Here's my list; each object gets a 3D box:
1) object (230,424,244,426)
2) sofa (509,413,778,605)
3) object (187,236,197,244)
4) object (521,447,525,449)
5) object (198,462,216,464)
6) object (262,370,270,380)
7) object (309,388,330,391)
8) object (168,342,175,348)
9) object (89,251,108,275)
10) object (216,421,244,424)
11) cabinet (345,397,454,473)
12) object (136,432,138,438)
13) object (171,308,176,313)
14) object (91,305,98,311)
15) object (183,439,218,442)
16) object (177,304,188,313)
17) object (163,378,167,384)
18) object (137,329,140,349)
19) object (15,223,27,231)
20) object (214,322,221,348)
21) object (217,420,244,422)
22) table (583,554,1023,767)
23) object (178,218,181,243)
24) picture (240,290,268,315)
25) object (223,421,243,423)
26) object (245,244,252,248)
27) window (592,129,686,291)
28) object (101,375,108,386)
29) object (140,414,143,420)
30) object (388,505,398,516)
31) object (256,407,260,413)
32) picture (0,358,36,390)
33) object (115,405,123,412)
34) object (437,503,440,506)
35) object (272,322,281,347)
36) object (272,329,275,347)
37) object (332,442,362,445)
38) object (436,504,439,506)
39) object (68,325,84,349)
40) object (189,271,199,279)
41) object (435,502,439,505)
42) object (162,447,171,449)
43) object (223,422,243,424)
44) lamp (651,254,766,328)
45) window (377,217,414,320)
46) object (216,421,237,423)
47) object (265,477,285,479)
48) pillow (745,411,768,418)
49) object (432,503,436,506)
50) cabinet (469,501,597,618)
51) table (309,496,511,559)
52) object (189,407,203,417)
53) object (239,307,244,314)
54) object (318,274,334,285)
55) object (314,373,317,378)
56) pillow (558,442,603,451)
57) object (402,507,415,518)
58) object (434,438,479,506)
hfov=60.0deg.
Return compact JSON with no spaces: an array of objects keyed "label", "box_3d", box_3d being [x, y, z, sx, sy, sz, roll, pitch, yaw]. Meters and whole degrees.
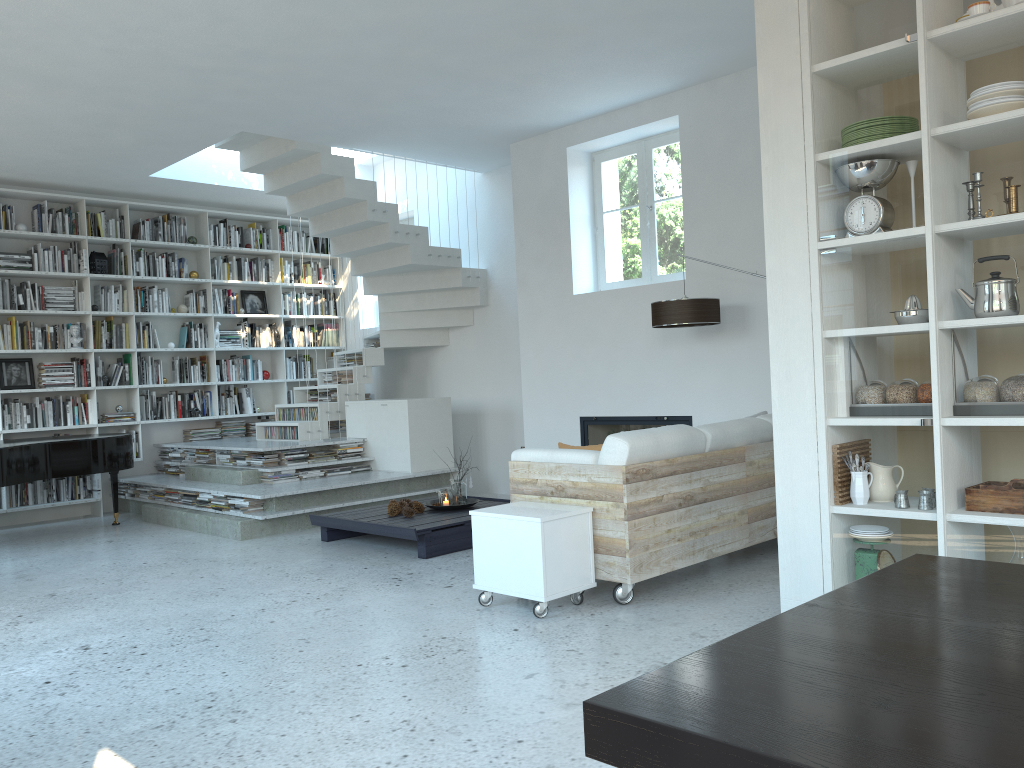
[{"label":"object","box_3d":[-3.142,0.461,9.874,0.254,0.006,0.161,-3,0,-45]},{"label":"sofa","box_3d":[1.029,0.637,5.346,2.194,0.854,0.871,-3,1,-45]},{"label":"object","box_3d":[-3.430,-1.533,9.509,0.104,0.105,0.104,-3,1,4]},{"label":"object","box_3d":[0.271,0.606,7.929,0.442,0.094,0.096,-3,1,42]},{"label":"object","box_3d":[-2.950,0.767,8.718,0.266,0.010,0.145,-3,0,41]},{"label":"object","box_3d":[-2.830,-0.098,10.147,0.115,0.116,0.115,-3,1,23]},{"label":"object","box_3d":[-2.067,0.061,9.533,0.161,0.025,0.174,-3,0,-41]},{"label":"object","box_3d":[-3.600,-0.405,9.365,0.071,0.072,0.071,-3,1,4]},{"label":"object","box_3d":[-4.125,-1.200,8.840,0.135,0.248,0.135,-2,1,35]},{"label":"object","box_3d":[-3.141,0.428,9.875,0.254,0.006,0.161,-3,0,-45]},{"label":"cabinet","box_3d":[-1.107,0.482,8.566,0.551,0.668,0.993,-4,1,-45]},{"label":"object","box_3d":[-3.839,0.623,9.055,0.011,0.260,0.142,-4,1,-45]},{"label":"object","box_3d":[-3.599,-0.771,9.408,0.068,0.068,0.068,-3,1,23]},{"label":"object","box_3d":[-4.133,-0.749,8.778,0.071,0.072,0.071,-3,1,4]},{"label":"object","box_3d":[-3.364,0.610,9.632,0.193,0.007,0.345,-3,0,40]},{"label":"object","box_3d":[-3.535,-0.796,9.505,0.111,0.113,0.111,-3,1,23]},{"label":"object","box_3d":[-3.668,-0.032,9.335,0.071,0.072,0.071,-3,1,4]},{"label":"object","box_3d":[-3.886,-0.457,9.157,0.013,0.208,0.140,-4,1,-45]},{"label":"object","box_3d":[-4.642,-1.468,8.382,0.104,0.106,0.105,-3,1,23]},{"label":"object","box_3d":[-3.198,-0.530,9.607,0.087,0.288,0.075,-3,1,-10]},{"label":"object","box_3d":[-3.134,0.412,9.867,0.285,0.005,0.159,-3,0,-40]},{"label":"table","box_3d":[1.265,0.715,0.730,1.086,0.736,2.199,-3,1,-45]},{"label":"object","box_3d":[-3.584,-1.622,9.497,0.006,0.298,0.129,-4,1,-45]},{"label":"picture","box_3d":[-2.952,-0.923,10.169,0.300,0.300,0.077,-3,1,-45]},{"label":"object","box_3d":[-3.142,0.423,9.876,0.285,0.005,0.159,-3,0,-45]},{"label":"object","box_3d":[-2.963,-1.541,9.969,0.071,0.072,0.071,-3,1,4]},{"label":"window","box_3d":[1.095,-1.389,7.232,0.072,1.226,1.117,-4,1,-45]},{"label":"object","box_3d":[-4.028,-0.032,8.776,0.079,0.113,0.054,-2,1,44]},{"label":"object","box_3d":[-3.845,0.344,9.141,0.071,0.072,0.071,-3,1,4]},{"label":"object","box_3d":[-0.866,0.926,6.434,0.082,0.085,0.082,-3,1,-30]},{"label":"object","box_3d":[-2.902,0.293,10.097,0.071,0.072,0.071,-3,1,4]},{"label":"picture","box_3d":[-4.702,-0.095,8.413,0.300,0.300,0.077,-3,1,-45]},{"label":"object","box_3d":[-3.954,0.249,8.925,0.071,0.072,0.071,-3,1,4]},{"label":"object","box_3d":[-0.545,0.910,6.650,0.038,0.043,0.039,-3,1,16]},{"label":"object","box_3d":[-2.692,-0.558,10.135,0.087,0.288,0.075,-3,1,-10]},{"label":"object","box_3d":[-2.786,-0.518,10.234,0.022,0.212,0.179,-4,1,-45]},{"label":"object","box_3d":[-1.600,0.557,8.482,0.284,0.030,0.177,-3,0,-45]},{"label":"object","box_3d":[-0.554,0.915,6.619,0.035,0.035,0.030,-3,1,-22]},{"label":"object","box_3d":[-4.240,-0.454,8.614,0.138,0.244,0.137,-3,1,11]},{"label":"object","box_3d":[-3.416,-1.164,9.520,0.100,0.102,0.100,-3,1,23]},{"label":"object","box_3d":[-0.571,0.915,6.736,0.031,0.035,0.031,-3,1,-44]},{"label":"object","box_3d":[-3.569,0.665,9.351,0.131,0.025,0.290,-3,0,-43]},{"label":"object","box_3d":[-3.141,0.434,9.875,0.254,0.006,0.161,-3,0,-45]},{"label":"lamp","box_3d":[1.702,0.052,5.900,1.559,1.966,0.470,-2,1,31]},{"label":"window","box_3d":[-1.251,-1.289,10.294,0.042,1.226,1.117,-4,1,-45]},{"label":"object","box_3d":[-3.140,0.418,9.874,0.254,0.006,0.161,-3,0,-44]},{"label":"object","box_3d":[-2.069,0.827,7.860,0.204,0.004,0.140,-3,0,-42]},{"label":"pillow","box_3d":[1.436,0.387,5.604,0.239,0.407,0.594,-2,1,41]},{"label":"object","box_3d":[-0.587,0.916,6.694,0.030,0.035,0.035,-2,1,43]},{"label":"cabinet","box_3d":[0.103,0.870,4.451,0.380,0.487,0.502,-4,1,-45]},{"label":"table","box_3d":[-0.617,1.036,6.609,1.269,0.218,1.258,-3,0,-45]},{"label":"object","box_3d":[-3.354,0.299,9.420,0.064,0.114,0.160,-2,1,33]},{"label":"object","box_3d":[-3.049,-0.813,9.948,0.091,0.092,0.091,-3,1,4]},{"label":"object","box_3d":[-2.234,-1.246,10.628,0.203,0.137,0.095,-3,1,-29]},{"label":"object","box_3d":[-2.369,-0.101,10.610,0.071,0.072,0.071,-3,1,4]},{"label":"pillow","box_3d":[0.426,0.473,4.768,0.463,0.339,0.200,-2,1,39]},{"label":"object","box_3d":[-0.737,0.918,6.339,0.081,0.083,0.098,-3,1,-40]},{"label":"object","box_3d":[-0.401,0.662,6.628,0.309,0.522,0.435,-3,1,-14]}]
